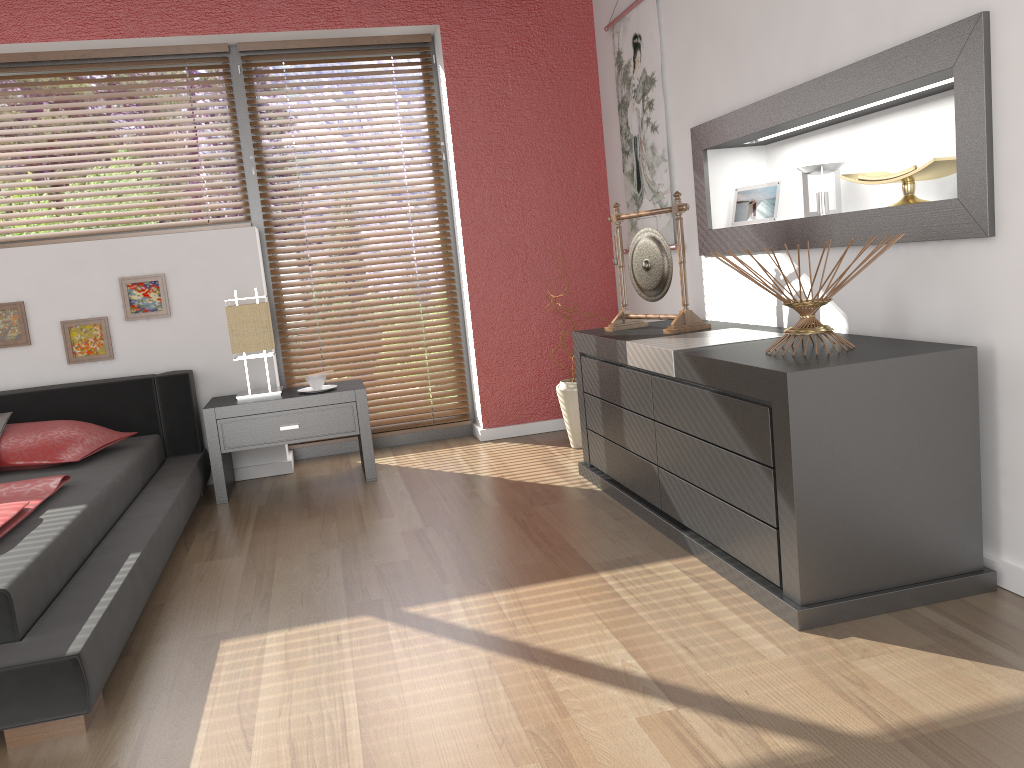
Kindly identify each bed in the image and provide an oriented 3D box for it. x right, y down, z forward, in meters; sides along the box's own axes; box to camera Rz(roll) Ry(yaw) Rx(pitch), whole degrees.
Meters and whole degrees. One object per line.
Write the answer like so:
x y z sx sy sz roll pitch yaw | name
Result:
-2.381 0.495 2.778 2.469 0.577 2.413 -7 8 -12 | bed

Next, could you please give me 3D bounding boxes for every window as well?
-0.796 -0.754 4.646 0.889 1.893 0.020 -7 8 -12 | window
-2.740 -1.041 4.169 2.817 0.786 0.020 -7 8 -12 | window

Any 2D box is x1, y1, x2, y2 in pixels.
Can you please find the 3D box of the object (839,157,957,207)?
1.141 -0.570 2.552 0.181 0.116 0.350 -9 9 -22 | object

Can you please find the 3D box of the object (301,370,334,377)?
-0.890 -0.046 4.037 0.007 0.007 0.192 1 11 42 | object

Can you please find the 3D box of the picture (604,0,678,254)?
0.586 -1.241 4.054 0.028 1.270 0.701 -7 8 -12 | picture

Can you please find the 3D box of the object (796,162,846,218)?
1.051 -0.653 3.005 0.159 0.171 0.159 0 10 36 | object

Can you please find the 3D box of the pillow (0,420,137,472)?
-1.972 0.251 3.585 0.745 0.172 0.418 -5 8 7 | pillow

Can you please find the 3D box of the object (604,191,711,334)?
0.519 -0.450 3.327 0.173 0.498 0.490 -10 9 -27 | object

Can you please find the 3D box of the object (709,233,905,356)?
0.773 -0.229 2.328 0.481 0.282 0.481 2 11 44 | object

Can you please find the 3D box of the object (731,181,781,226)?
0.930 -0.687 3.391 0.041 0.146 0.226 -11 9 -32 | object

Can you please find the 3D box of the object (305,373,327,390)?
-0.889 -0.008 4.036 0.099 0.069 0.099 -4 8 13 | object

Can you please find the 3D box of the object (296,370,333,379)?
-0.893 -0.043 4.014 0.192 0.007 0.007 -13 11 -42 | object

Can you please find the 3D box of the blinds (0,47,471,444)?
-2.671 -0.462 4.182 4.840 1.952 0.032 -7 8 -12 | blinds

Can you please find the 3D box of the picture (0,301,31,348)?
-2.293 -0.263 3.996 0.200 0.200 0.010 -7 8 -12 | picture

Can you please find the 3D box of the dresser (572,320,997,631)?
0.707 0.145 2.923 0.540 0.608 1.740 -7 8 -12 | dresser

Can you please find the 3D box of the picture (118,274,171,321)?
-1.703 -0.402 4.114 0.200 0.200 0.010 -7 8 -12 | picture

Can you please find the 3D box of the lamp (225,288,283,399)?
-1.182 -0.194 4.046 0.200 0.480 0.200 -7 8 -12 | lamp

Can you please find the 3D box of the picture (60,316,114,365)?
-1.953 -0.201 4.081 0.200 0.200 0.010 -7 8 -12 | picture

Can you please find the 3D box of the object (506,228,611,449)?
0.231 -0.202 4.202 0.422 1.035 0.364 -12 10 -36 | object

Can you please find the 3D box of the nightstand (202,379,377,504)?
-1.012 0.250 4.095 0.700 0.423 0.413 -7 8 -12 | nightstand

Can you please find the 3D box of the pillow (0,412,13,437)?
-2.334 0.267 3.360 0.744 0.241 0.386 -8 8 -16 | pillow

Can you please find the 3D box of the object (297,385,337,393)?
-0.886 0.025 4.040 0.179 0.012 0.179 -4 8 13 | object
